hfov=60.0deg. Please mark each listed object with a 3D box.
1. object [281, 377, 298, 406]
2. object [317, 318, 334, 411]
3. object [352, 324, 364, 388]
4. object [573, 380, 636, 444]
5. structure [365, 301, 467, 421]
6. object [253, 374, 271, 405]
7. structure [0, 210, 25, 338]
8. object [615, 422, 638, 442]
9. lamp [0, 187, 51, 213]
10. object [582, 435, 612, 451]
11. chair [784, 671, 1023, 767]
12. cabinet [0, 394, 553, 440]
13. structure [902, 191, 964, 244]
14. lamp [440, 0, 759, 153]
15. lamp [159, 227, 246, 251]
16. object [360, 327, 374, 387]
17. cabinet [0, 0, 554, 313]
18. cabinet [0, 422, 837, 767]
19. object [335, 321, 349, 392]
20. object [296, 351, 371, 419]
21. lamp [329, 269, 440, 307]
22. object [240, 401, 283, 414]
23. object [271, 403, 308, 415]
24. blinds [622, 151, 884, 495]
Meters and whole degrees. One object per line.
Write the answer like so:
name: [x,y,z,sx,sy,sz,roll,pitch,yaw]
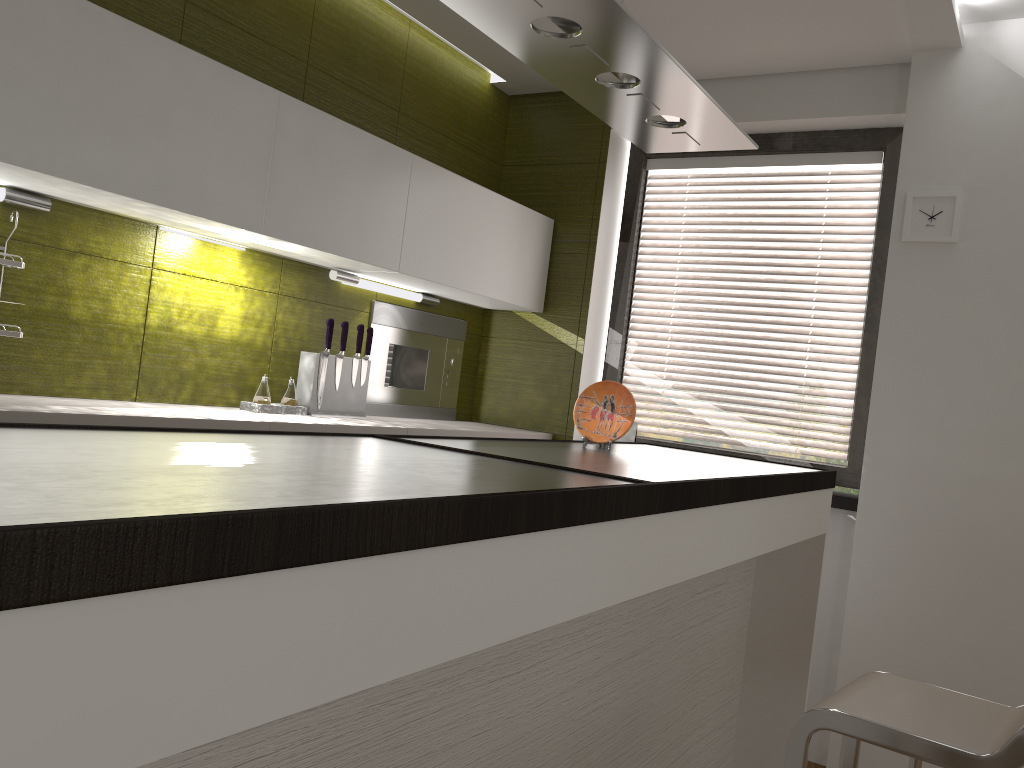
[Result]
object: [-0.777,0.035,3.112,0.059,0.121,0.059,7,0,-1]
object: [-0.674,-0.068,3.174,0.013,0.339,0.046,7,0,32]
object: [-0.580,-0.104,3.317,0.013,0.243,0.036,7,0,32]
object: [0.259,0.078,2.480,0.184,0.178,0.055,7,0,28]
structure: [-0.411,-0.081,3.859,0.015,0.469,0.663,7,0,32]
object: [-0.839,0.026,2.989,0.059,0.121,0.059,7,0,-12]
structure: [-1.357,-0.288,2.213,0.110,0.346,0.266,7,0,32]
object: [0.488,0.246,3.876,0.106,0.169,0.057,7,0,26]
lamp: [-1.447,-0.508,2.100,0.041,0.041,0.715,7,0,32]
object: [0.255,0.115,2.479,0.088,0.131,0.072,7,0,27]
chair: [0.792,0.951,1.742,0.460,0.857,0.418,7,0,37]
cabinet: [-0.843,0.641,2.889,0.465,1.086,2.940,7,0,32]
structure: [1.497,-0.594,3.160,0.180,0.180,0.026,7,0,32]
lamp: [0.129,-1.041,1.756,0.326,0.683,1.677,7,0,32]
lamp: [-0.993,-0.467,2.865,0.008,0.008,0.334,7,0,32]
object: [-0.554,-0.102,3.360,0.013,0.231,0.040,7,0,32]
cabinet: [-1.025,0.112,2.729,0.724,2.089,3.471,7,0,32]
cabinet: [-0.093,0.702,1.710,0.663,1.134,2.947,7,0,32]
object: [-0.628,-0.100,3.241,0.013,0.264,0.042,7,0,32]
object: [-0.661,0.008,3.285,0.107,0.227,0.293,7,0,32]
lamp: [-0.498,-0.383,3.595,0.095,0.041,0.716,7,0,31]
object: [-0.846,0.081,2.988,0.107,0.032,0.107,7,0,32]
object: [-0.784,0.089,3.112,0.107,0.032,0.107,7,0,43]
blinds: [0.395,-2.941,7.872,16.000,12.704,9.030,7,0,-19]
